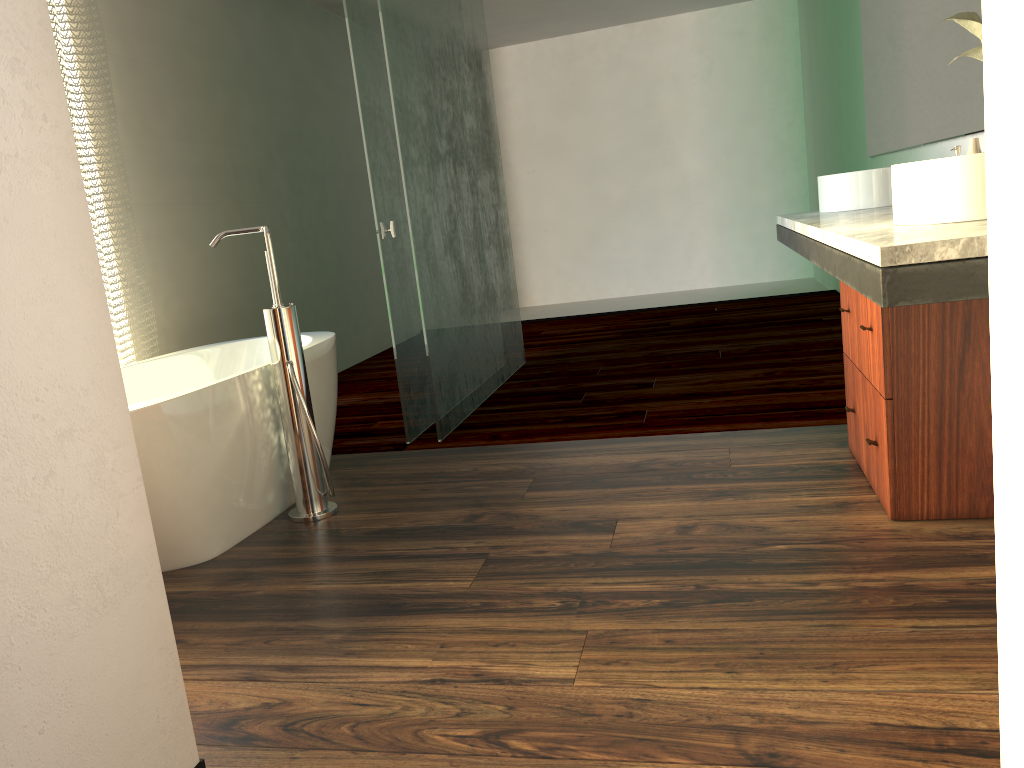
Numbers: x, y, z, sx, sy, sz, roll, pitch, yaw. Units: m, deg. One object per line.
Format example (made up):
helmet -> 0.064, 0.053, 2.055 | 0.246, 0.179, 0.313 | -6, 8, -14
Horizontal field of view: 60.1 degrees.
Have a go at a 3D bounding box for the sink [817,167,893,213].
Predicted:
sink -> 1.288, -0.701, 3.166 | 0.362, 0.130, 0.352 | -4, 11, 17

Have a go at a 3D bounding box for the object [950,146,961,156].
object -> 1.121, -0.517, 2.223 | 0.070, 0.158, 0.071 | -7, 10, -2

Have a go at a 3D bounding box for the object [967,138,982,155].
object -> 1.235, -0.608, 2.235 | 0.246, 0.305, 0.117 | 2, 13, 40

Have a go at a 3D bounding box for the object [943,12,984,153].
object -> 1.270, -0.724, 2.283 | 0.187, 0.504, 0.245 | -8, 10, -8

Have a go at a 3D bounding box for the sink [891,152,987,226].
sink -> 1.009, -0.427, 1.889 | 0.355, 0.130, 0.360 | -9, 11, -8

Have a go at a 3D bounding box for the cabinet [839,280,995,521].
cabinet -> 1.162, -0.051, 2.307 | 0.518, 0.599, 0.651 | -5, 11, 14

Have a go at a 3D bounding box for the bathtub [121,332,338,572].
bathtub -> -1.080, 0.197, 2.900 | 0.774, 0.484, 1.603 | -5, 11, 13

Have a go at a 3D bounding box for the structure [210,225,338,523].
structure -> -0.671, -0.025, 2.653 | 0.239, 0.896, 0.283 | -14, 12, -35

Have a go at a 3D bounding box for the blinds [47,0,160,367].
blinds -> -1.793, -0.627, 2.630 | 0.183, 2.334, 2.102 | -5, 11, 13

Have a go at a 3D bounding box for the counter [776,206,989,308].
counter -> 1.126, -0.427, 2.445 | 0.594, 0.101, 2.234 | -5, 11, 13

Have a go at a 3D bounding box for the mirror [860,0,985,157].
mirror -> 1.401, -1.348, 2.656 | 0.017, 1.151, 4.034 | -5, 11, 13
